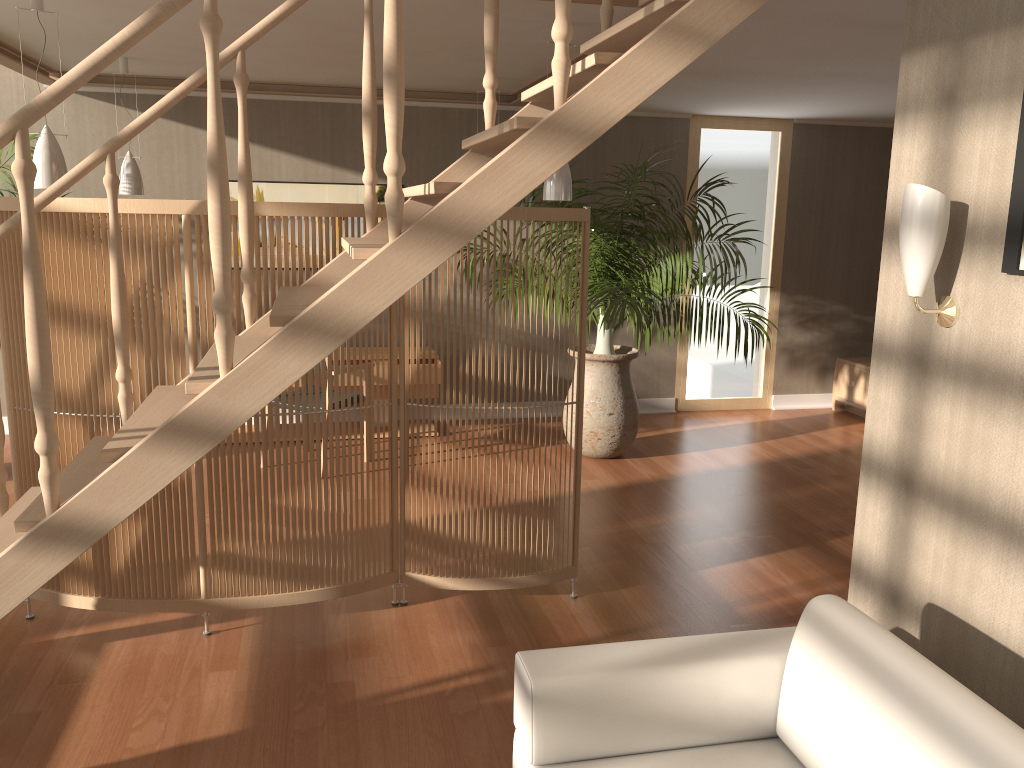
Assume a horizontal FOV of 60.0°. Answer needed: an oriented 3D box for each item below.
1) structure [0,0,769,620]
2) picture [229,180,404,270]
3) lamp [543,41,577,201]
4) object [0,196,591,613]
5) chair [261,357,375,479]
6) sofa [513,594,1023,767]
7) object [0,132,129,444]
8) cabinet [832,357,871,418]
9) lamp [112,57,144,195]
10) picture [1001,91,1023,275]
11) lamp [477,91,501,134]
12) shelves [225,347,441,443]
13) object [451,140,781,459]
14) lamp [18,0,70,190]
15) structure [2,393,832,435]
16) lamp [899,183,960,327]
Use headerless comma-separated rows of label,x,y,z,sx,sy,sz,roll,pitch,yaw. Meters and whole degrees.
structure,-0.596,-0.685,2.593,3.150,3.578,1.000,-1,11,-13
picture,-1.451,-1.160,6.524,1.317,0.633,0.010,-1,11,-13
lamp,0.224,-1.265,4.145,0.139,0.800,0.139,6,12,22
object,-0.796,0.090,3.406,2.229,1.542,0.233,0,11,-8
chair,-1.251,0.095,5.651,0.582,0.856,0.509,7,12,27
sofa,0.630,1.006,1.458,0.905,0.740,1.781,-1,11,-13
object,-3.328,-0.357,5.121,2.109,2.304,2.157,-3,12,-20
cabinet,3.205,0.172,6.748,0.500,0.458,1.911,-1,11,-13
lamp,-2.317,-1.549,5.347,0.139,0.800,0.139,-7,14,-38
picture,1.307,-0.351,1.268,0.018,0.487,1.531,-1,11,-13
lamp,-0.158,-1.600,5.827,0.139,0.800,0.139,-7,14,-38
shelves,-1.336,0.083,6.345,1.600,0.590,0.658,-1,11,-13
object,0.621,-0.446,5.980,2.157,2.304,2.109,-4,12,-24
lamp,-1.935,-1.215,3.664,0.139,0.800,0.139,1,11,2
structure,1.594,-0.199,3.057,10.775,2.533,8.342,-1,11,-13
lamp,1.035,-0.316,2.205,0.153,0.353,0.112,-1,11,-13
